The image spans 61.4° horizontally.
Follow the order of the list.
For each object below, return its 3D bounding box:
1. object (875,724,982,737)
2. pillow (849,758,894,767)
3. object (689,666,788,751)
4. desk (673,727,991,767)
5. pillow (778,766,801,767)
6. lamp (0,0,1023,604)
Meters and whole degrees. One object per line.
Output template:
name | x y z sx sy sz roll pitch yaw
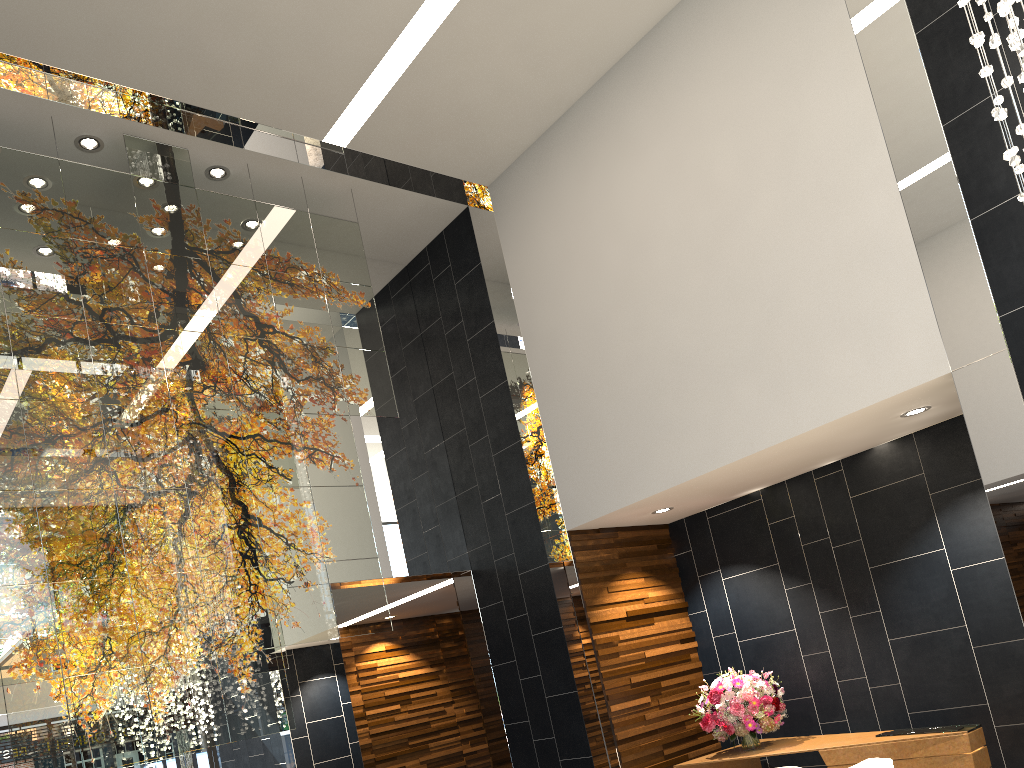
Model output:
object | 2.800 2.325 5.785 0.239 0.025 0.753 -1 -22 -29
pillow | 1.668 2.128 4.240 0.709 0.438 0.229 1 -16 -40
object | 1.835 2.585 6.887 0.690 0.647 0.693 -23 -17 38
desk | 2.426 2.989 6.338 0.986 0.716 2.363 0 -22 -40
pillow | 1.399 2.470 5.021 0.288 0.417 0.758 -4 -18 -40
lamp | -12.542 -40.373 11.470 395.301 109.186 423.659 -7 -19 -16
